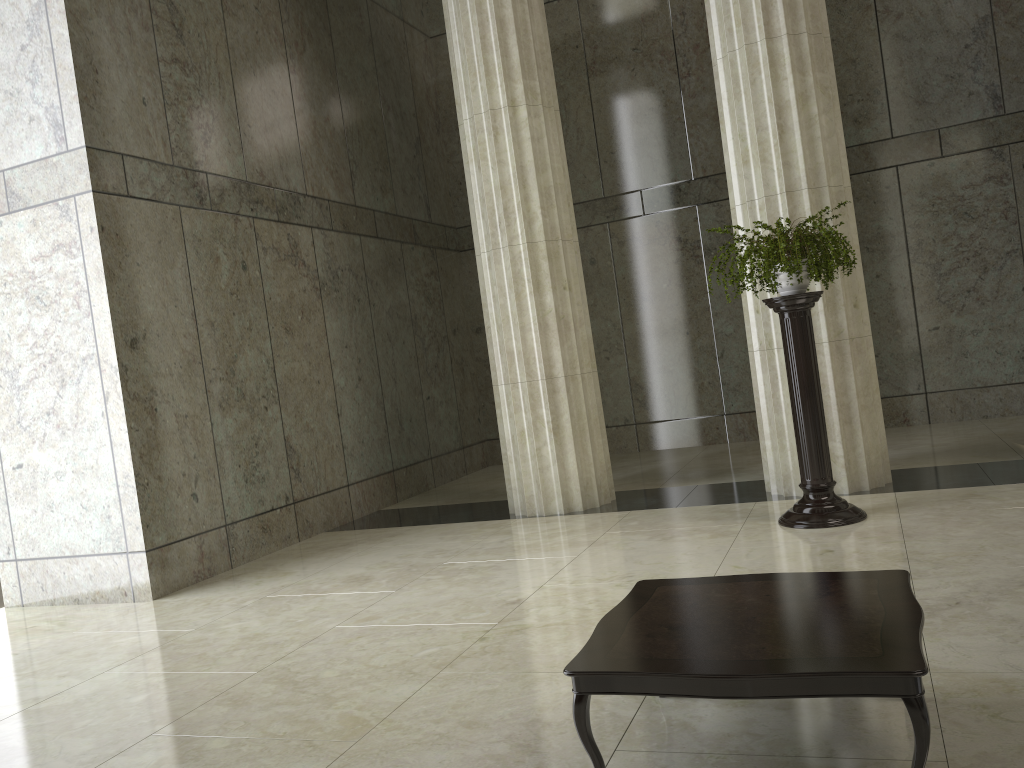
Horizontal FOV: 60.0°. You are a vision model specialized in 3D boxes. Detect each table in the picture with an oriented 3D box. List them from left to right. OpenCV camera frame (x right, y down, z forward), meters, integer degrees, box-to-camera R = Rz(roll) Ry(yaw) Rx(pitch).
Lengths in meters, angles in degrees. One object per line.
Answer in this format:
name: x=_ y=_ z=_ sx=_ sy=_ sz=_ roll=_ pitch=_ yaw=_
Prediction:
table: x=0.882 y=1.066 z=3.152 sx=1.123 sy=0.494 sz=1.134 roll=-8 pitch=1 yaw=20

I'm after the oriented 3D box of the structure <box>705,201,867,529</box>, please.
structure: x=2.212 y=-0.147 z=6.782 sx=1.053 sy=2.386 sz=1.159 roll=-9 pitch=1 yaw=-38
